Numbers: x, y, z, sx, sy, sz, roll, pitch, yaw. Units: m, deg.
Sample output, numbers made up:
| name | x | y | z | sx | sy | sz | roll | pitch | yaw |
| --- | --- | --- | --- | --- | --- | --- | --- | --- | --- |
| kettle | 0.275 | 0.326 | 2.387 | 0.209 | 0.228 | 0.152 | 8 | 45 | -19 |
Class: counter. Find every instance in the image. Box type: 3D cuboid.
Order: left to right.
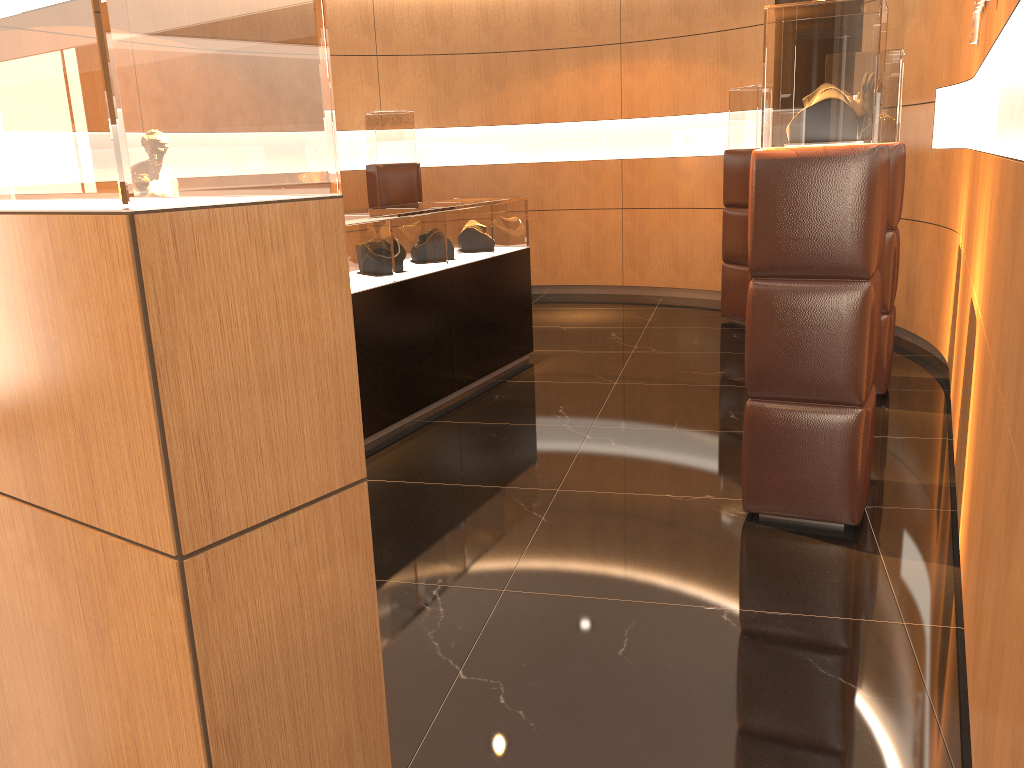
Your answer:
| name | x | y | z | sx | sy | sz | roll | pitch | yaw |
| --- | --- | --- | --- | --- | --- | --- | --- | --- | --- |
| counter | -0.657 | -0.540 | 5.737 | 0.615 | 1.173 | 2.514 | 4 | 16 | 25 |

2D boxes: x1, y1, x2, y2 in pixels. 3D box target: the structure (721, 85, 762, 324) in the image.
| name | x | y | z | sx | sy | sz | roll | pitch | yaw |
| --- | --- | --- | --- | --- | --- | --- | --- | --- | --- |
| structure | 2.150 | -1.531 | 7.704 | 0.484 | 2.000 | 0.498 | -8 | 15 | -20 |

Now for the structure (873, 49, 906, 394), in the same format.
| name | x | y | z | sx | sy | sz | roll | pitch | yaw |
| --- | --- | --- | --- | --- | --- | --- | --- | --- | --- |
| structure | 2.094 | -0.940 | 5.384 | 0.498 | 2.000 | 0.484 | 4 | 16 | 24 |

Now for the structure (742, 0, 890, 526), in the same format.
| name | x | y | z | sx | sy | sz | roll | pitch | yaw |
| --- | --- | --- | --- | --- | --- | --- | --- | --- | --- |
| structure | 1.221 | -0.455 | 3.556 | 0.498 | 1.968 | 0.484 | 4 | 16 | 24 |

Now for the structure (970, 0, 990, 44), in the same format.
| name | x | y | z | sx | sy | sz | roll | pitch | yaw |
| --- | --- | --- | --- | --- | --- | --- | --- | --- | --- |
| structure | 2.095 | -1.830 | 3.921 | 0.034 | 0.442 | 2.050 | 4 | 16 | 25 |

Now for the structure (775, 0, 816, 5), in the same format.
| name | x | y | z | sx | sy | sz | roll | pitch | yaw |
| --- | --- | --- | --- | --- | --- | --- | --- | --- | --- |
| structure | 2.251 | -1.994 | 6.604 | 0.613 | 3.430 | 0.613 | 6 | 16 | 29 |

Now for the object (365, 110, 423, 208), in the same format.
| name | x | y | z | sx | sy | sz | roll | pitch | yaw |
| --- | --- | --- | --- | --- | --- | --- | --- | --- | --- |
| object | -1.186 | -1.738 | 9.062 | 0.484 | 2.000 | 0.498 | -8 | 15 | -20 |
